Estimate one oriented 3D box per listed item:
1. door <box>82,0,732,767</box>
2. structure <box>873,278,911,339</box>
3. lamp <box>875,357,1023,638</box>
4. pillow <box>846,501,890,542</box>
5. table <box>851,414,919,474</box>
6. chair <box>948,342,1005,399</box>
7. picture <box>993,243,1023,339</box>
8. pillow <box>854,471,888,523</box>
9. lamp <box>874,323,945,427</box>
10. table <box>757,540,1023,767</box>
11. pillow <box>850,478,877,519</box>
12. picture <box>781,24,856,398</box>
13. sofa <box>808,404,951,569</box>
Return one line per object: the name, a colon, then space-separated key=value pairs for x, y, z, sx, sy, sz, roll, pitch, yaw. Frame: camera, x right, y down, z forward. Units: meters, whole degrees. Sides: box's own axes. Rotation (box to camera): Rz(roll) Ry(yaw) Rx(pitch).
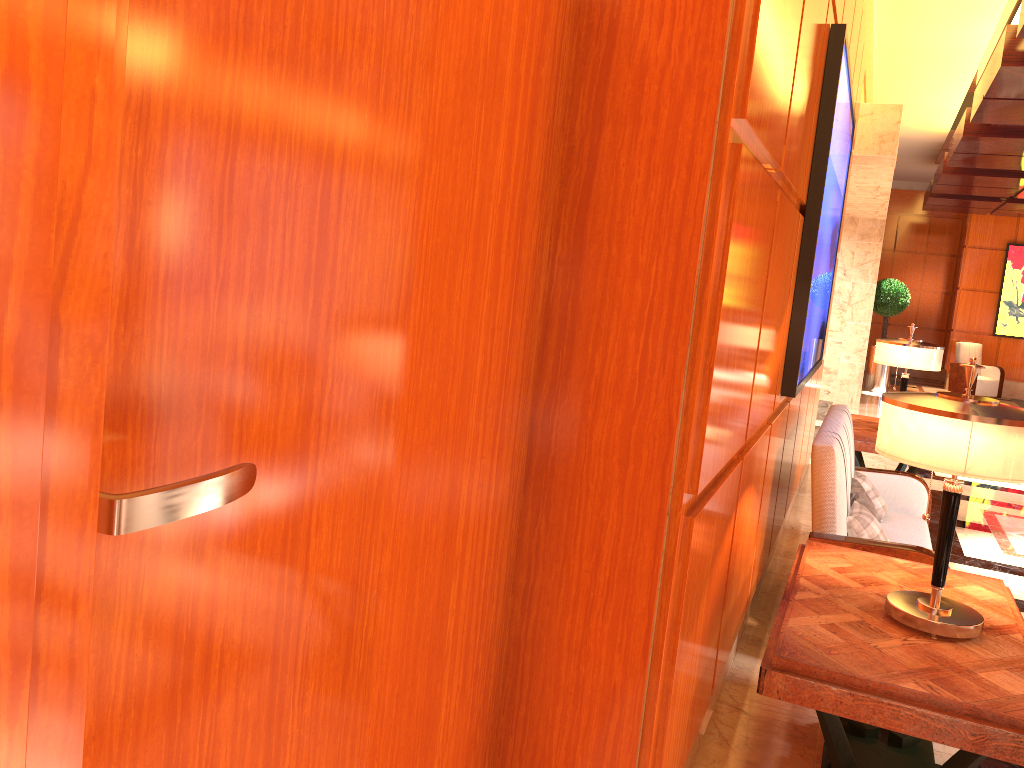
door: x=-0.089 y=0.049 z=1.199 sx=0.341 sy=2.641 sz=1.541 roll=8 pitch=6 yaw=21
structure: x=6.402 y=-0.978 z=15.229 sx=0.721 sy=1.706 sz=0.725 roll=6 pitch=6 yaw=0
lamp: x=1.299 y=0.313 z=2.611 sx=0.458 sy=0.791 sz=0.461 roll=4 pitch=6 yaw=-16
pillow: x=1.581 y=0.678 z=3.948 sx=0.195 sy=0.226 sz=0.345 roll=9 pitch=8 yaw=26
table: x=2.776 y=0.635 z=6.673 sx=0.727 sy=0.604 sz=1.273 roll=9 pitch=8 yaw=22
chair: x=8.496 y=-0.255 z=16.215 sx=0.737 sy=0.957 sz=0.632 roll=4 pitch=7 yaw=-19
picture: x=10.047 y=-1.615 z=16.204 sx=2.000 sy=1.730 sz=0.056 roll=9 pitch=6 yaw=22
pillow: x=1.919 y=0.607 z=4.762 sx=0.202 sy=0.229 sz=0.274 roll=9 pitch=7 yaw=24
lamp: x=2.863 y=-0.040 z=6.454 sx=0.460 sy=0.807 sz=0.459 roll=10 pitch=7 yaw=31
table: x=1.186 y=1.003 z=2.767 sx=0.727 sy=0.604 sz=1.273 roll=9 pitch=8 yaw=22
pillow: x=1.720 y=0.627 z=4.360 sx=0.160 sy=0.252 sz=0.359 roll=8 pitch=7 yaw=18
picture: x=1.551 y=-0.751 z=4.385 sx=0.057 sy=1.446 sz=2.001 roll=8 pitch=7 yaw=21
sofa: x=1.787 y=0.673 z=4.356 sx=0.614 sy=0.928 sz=1.803 roll=9 pitch=8 yaw=22
